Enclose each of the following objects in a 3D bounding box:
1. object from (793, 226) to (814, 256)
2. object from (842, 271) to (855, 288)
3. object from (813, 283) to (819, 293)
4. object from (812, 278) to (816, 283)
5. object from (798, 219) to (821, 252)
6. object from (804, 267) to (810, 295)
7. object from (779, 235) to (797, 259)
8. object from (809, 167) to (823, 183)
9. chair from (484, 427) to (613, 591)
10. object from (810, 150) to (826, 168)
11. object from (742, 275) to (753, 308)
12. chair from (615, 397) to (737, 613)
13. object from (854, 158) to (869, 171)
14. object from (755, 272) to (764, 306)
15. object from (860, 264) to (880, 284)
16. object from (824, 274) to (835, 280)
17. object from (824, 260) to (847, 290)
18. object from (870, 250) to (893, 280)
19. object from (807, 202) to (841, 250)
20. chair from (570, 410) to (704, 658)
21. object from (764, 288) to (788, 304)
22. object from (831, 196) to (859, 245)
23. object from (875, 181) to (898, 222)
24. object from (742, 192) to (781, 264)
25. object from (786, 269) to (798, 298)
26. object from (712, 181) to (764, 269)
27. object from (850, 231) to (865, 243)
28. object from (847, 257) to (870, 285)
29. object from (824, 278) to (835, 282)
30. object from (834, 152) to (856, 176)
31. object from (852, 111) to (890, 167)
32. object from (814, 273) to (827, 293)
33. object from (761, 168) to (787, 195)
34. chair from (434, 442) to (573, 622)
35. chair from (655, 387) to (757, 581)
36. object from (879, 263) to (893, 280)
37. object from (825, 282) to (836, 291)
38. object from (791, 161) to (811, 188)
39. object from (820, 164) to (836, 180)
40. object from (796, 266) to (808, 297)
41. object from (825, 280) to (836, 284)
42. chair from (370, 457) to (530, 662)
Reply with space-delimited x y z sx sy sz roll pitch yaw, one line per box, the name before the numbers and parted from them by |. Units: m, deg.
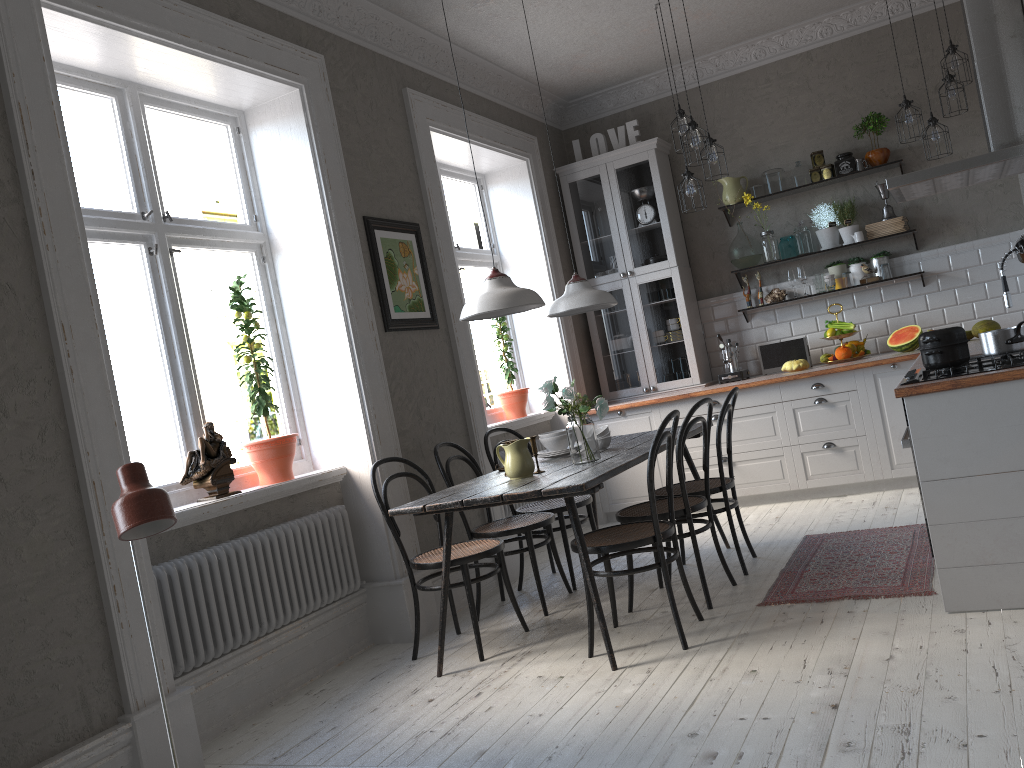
object | 2.128 -1.045 6.480 0.127 0.206 0.122 -11 0 -41
object | 2.425 -0.753 6.394 0.077 0.108 0.079 -11 0 20
object | 2.270 -0.709 6.543 0.076 0.083 0.079 -11 0 44
object | 2.264 -0.742 6.543 0.076 0.083 0.079 -11 0 44
object | 2.212 -1.090 6.606 0.129 0.264 0.134 -11 0 32
object | 2.169 -0.757 6.565 0.081 0.217 0.082 -11 0 12
object | 2.065 -1.016 6.614 0.124 0.172 0.128 -11 0 30
object | 2.211 -1.507 6.435 0.081 0.113 0.084 -11 0 27
chair | 0.191 0.668 5.016 0.538 0.920 0.447 -11 0 39
object | 2.213 -1.621 6.408 0.082 0.113 0.083 -11 0 7
object | 1.792 -0.704 6.754 0.053 0.264 0.061 -11 0 -2
chair | 0.745 0.558 4.152 0.538 0.920 0.446 -11 0 34
object | 2.468 -1.549 6.250 0.092 0.096 0.076 -11 0 27
object | 1.877 -0.721 6.694 0.062 0.264 0.052 -11 0 -27
object | 2.549 -0.794 6.322 0.119 0.147 0.100 -11 0 -6
object | 2.293 -0.759 6.393 0.076 0.051 0.078 -11 0 12
object | 2.378 -0.799 6.492 0.156 0.217 0.156 -11 0 6
object | 2.665 -0.850 6.370 0.156 0.213 0.155 -11 0 24
object | 2.317 -1.159 6.481 0.240 0.354 0.239 -11 0 44
chair | 0.504 0.603 3.667 0.541 0.920 0.444 -11 0 24
object | 1.970 -0.663 6.628 0.176 0.111 0.096 -11 0 3
object | 2.406 -1.189 6.377 0.186 0.380 0.168 -11 0 -13
object | 2.650 -1.300 6.278 0.129 0.287 0.132 -11 0 11
object | 1.841 -1.161 6.544 0.189 0.540 0.284 -11 0 19
object | 2.096 -0.743 6.606 0.081 0.217 0.082 -11 0 12
object | 1.696 -1.202 6.658 0.335 0.674 0.336 -11 0 -5
object | 2.464 -1.044 6.292 0.064 0.071 0.104 -11 0 -33
object | 2.518 -0.822 6.433 0.150 0.214 0.170 -11 0 -34
object | 2.298 -0.734 6.394 0.079 0.051 0.075 -11 0 -45
object | 2.409 -1.577 6.386 0.139 0.174 0.144 -11 0 27
object | 2.569 -1.722 6.244 0.246 0.397 0.255 -11 0 -39
object | 2.257 -0.735 6.462 0.079 0.139 0.079 -11 0 -1
object | 1.947 -1.491 6.569 0.175 0.184 0.169 -11 0 -24
chair | -0.047 0.713 4.584 0.541 0.920 0.444 -11 0 24
chair | 0.982 0.513 4.582 0.541 0.920 0.444 -11 0 24
object | 2.639 -0.795 6.259 0.077 0.108 0.079 -11 0 20
object | 2.305 -0.700 6.394 0.076 0.051 0.078 -11 0 19
object | 2.143 -1.547 6.577 0.141 0.220 0.138 -11 0 -14
object | 2.285 -1.521 6.394 0.081 0.113 0.084 -11 0 37
object | 2.131 -0.750 6.483 0.081 0.217 0.082 -11 0 12
object | 2.301 -0.717 6.394 0.076 0.051 0.078 -11 0 19
chair | -0.298 0.761 4.080 0.538 0.920 0.446 -11 0 34
